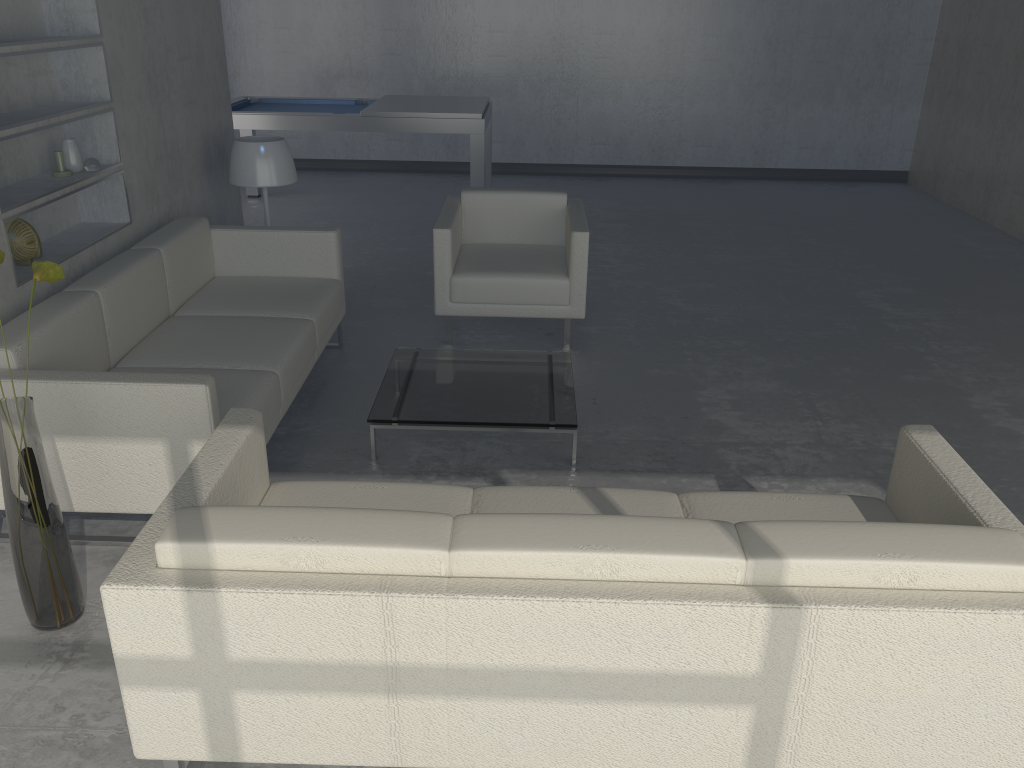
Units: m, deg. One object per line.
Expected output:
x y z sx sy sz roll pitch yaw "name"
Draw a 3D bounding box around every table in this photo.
-0.136 0.081 3.609 0.773 0.190 0.730 1 24 1 "table"
-1.231 -1.776 6.955 2.095 0.835 1.180 1 24 1 "table"

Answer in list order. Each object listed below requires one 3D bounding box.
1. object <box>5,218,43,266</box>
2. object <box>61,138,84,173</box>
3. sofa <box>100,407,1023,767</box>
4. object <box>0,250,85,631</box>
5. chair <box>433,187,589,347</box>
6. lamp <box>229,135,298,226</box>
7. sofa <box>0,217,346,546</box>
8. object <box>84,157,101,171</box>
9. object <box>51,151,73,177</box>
-1.763 -0.522 3.218 0.088 0.179 0.163 -3 24 -8 "object"
-1.768 -0.917 3.556 0.079 0.130 0.079 1 24 -1 "object"
0.167 0.478 2.130 1.881 0.658 0.821 1 24 1 "sofa"
-1.311 0.108 2.434 0.387 1.051 0.400 13 27 26 "object"
0.001 -0.646 4.687 0.748 0.662 0.821 1 24 1 "chair"
-1.297 -0.990 4.663 0.347 0.582 0.347 -12 27 -28 "lamp"
-1.239 -0.144 3.496 0.821 0.658 1.881 1 24 1 "sofa"
-1.711 -0.897 3.613 0.064 0.050 0.064 4 24 6 "object"
-1.776 -0.866 3.486 0.074 0.094 0.074 -15 28 -32 "object"
